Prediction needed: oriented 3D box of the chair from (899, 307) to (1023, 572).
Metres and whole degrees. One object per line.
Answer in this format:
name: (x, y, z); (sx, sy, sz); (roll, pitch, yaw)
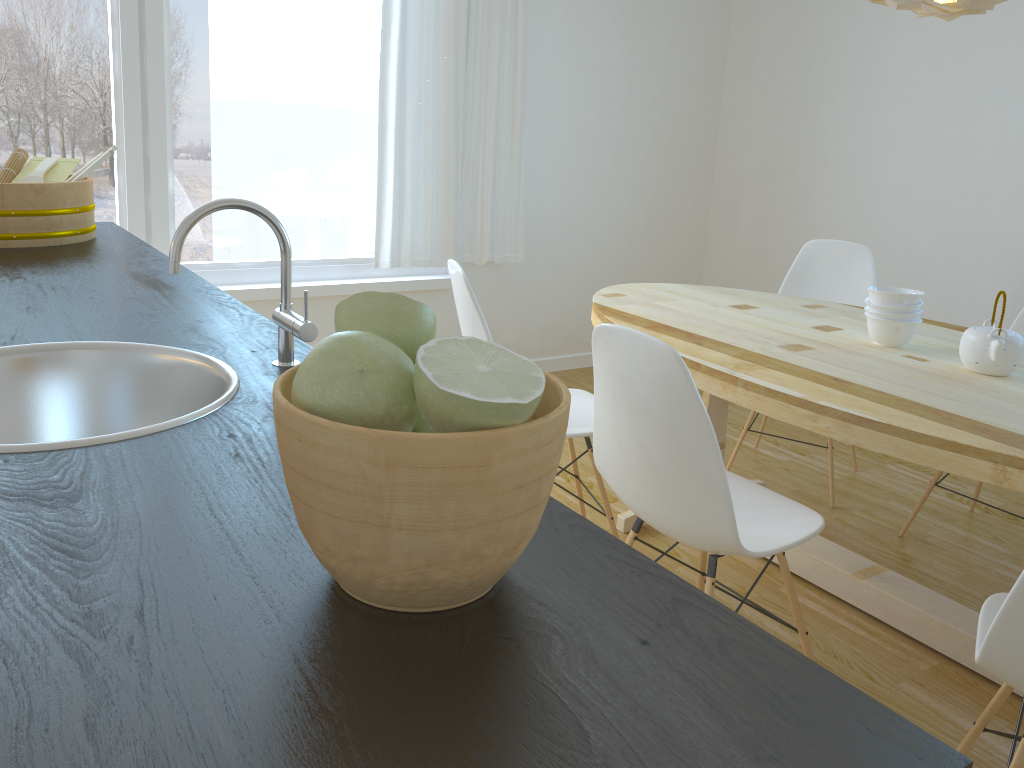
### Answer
chair: (1.657, 0.106, 2.854); (0.524, 0.889, 0.435); (-6, 17, -34)

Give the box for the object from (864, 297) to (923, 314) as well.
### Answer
object: (1.067, -0.197, 2.488); (0.151, 0.094, 0.154); (-1, 16, -17)

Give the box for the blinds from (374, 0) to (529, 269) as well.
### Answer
blinds: (-0.205, -1.583, 3.898); (0.797, 2.129, 0.152); (-6, 16, -34)

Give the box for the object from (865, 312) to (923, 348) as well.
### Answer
object: (1.071, -0.151, 2.500); (0.152, 0.081, 0.154); (5, 16, 4)

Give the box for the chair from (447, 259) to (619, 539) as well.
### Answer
chair: (0.069, 0.097, 2.559); (0.523, 0.889, 0.436); (0, 14, -14)

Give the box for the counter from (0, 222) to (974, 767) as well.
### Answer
counter: (-0.667, -0.065, 1.281); (0.602, 0.039, 2.429); (-7, 20, -33)

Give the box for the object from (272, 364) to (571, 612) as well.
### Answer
object: (-0.065, 0.068, 0.634); (0.206, 0.140, 0.207); (8, 16, 16)

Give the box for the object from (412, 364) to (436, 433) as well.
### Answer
object: (-0.040, 0.015, 0.651); (0.098, 0.084, 0.082); (9, 16, 19)

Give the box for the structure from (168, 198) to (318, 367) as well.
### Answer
structure: (-0.325, -0.115, 1.075); (0.162, 0.212, 0.098); (-6, 17, -33)

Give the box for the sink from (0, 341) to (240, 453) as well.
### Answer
sink: (-0.523, 0.075, 1.021); (0.404, 0.155, 0.410); (5, 16, 7)

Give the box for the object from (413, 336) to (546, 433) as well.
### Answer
object: (-0.021, 0.010, 0.571); (0.086, 0.064, 0.085); (-3, 16, -22)

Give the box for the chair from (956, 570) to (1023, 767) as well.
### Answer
chair: (0.966, 0.489, 1.407); (0.431, 0.889, 0.528); (10, 15, 24)

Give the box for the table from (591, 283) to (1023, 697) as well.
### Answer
table: (1.021, 0.271, 2.465); (1.197, 0.715, 2.215); (-8, 19, -35)

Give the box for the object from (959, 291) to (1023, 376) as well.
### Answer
object: (1.214, -0.132, 2.239); (0.178, 0.208, 0.149); (-7, 17, -34)

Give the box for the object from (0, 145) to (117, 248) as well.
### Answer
object: (-1.171, -0.452, 2.057); (0.378, 0.211, 0.436); (2, 16, -6)

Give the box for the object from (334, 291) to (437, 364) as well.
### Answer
object: (-0.095, -0.038, 0.669); (0.077, 0.071, 0.075); (1, 15, -10)

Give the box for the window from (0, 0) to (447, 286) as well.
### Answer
window: (-1.415, -1.312, 3.366); (2.735, 1.891, 0.089); (-7, 17, -34)

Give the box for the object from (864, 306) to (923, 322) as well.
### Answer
object: (1.068, -0.174, 2.495); (0.151, 0.091, 0.154); (5, 16, 4)

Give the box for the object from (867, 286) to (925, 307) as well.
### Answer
object: (1.070, -0.224, 2.484); (0.152, 0.086, 0.154); (2, 16, -6)

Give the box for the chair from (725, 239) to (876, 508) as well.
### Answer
chair: (1.137, -0.083, 3.391); (0.432, 0.889, 0.528); (11, 16, 29)

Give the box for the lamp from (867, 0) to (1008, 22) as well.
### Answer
lamp: (1.071, -1.427, 2.044); (0.649, 1.119, 0.646); (-6, 17, -34)

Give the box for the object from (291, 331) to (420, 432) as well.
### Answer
object: (-0.106, 0.010, 0.603); (0.086, 0.097, 0.103); (0, 15, -13)
